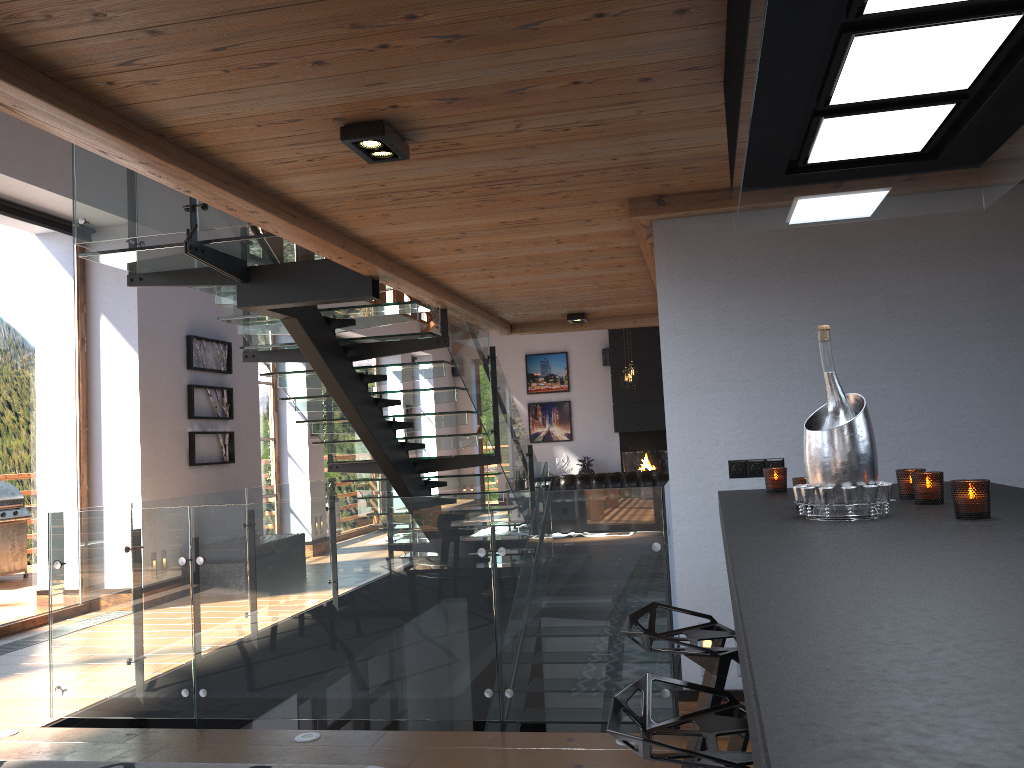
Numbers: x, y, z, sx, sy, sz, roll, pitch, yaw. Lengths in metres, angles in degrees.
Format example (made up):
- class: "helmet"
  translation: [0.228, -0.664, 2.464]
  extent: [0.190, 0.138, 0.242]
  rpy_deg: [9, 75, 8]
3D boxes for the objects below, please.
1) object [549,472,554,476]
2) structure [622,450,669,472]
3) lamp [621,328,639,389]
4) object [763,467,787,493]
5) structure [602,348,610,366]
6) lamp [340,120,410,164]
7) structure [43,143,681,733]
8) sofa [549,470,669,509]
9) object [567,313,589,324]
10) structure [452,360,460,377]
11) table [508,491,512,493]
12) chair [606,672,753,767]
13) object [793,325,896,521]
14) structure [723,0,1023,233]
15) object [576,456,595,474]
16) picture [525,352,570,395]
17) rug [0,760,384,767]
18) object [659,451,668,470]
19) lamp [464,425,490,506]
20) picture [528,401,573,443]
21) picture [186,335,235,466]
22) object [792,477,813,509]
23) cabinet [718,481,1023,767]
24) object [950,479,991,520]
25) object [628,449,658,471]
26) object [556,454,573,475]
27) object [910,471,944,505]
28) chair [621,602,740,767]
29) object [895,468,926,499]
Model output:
- class: "object"
  translation: [0.693, 1.838, 17.628]
  extent: [0.279, 0.161, 0.260]
  rpy_deg: [-4, -4, 14]
- class: "structure"
  translation: [2.627, 1.554, 17.125]
  extent: [0.978, 0.515, 0.184]
  rpy_deg: [-4, -4, 11]
- class: "lamp"
  translation: [1.910, -1.032, 14.894]
  extent: [0.261, 2.204, 0.803]
  rpy_deg: [-3, -4, 3]
- class: "object"
  translation: [0.897, 0.326, 3.013]
  extent: [0.080, 0.081, 0.078]
  rpy_deg: [1, -6, -43]
- class: "structure"
  translation: [1.904, -0.536, 17.726]
  extent: [0.212, 0.350, 0.214]
  rpy_deg: [-4, -4, 12]
- class: "lamp"
  translation: [-0.460, -0.822, 2.994]
  extent: [0.154, 0.068, 0.262]
  rpy_deg: [-4, -4, 12]
- class: "structure"
  translation: [-3.141, 1.536, 6.506]
  extent: [9.167, 6.404, 11.069]
  rpy_deg: [-4, -4, 12]
- class: "sofa"
  translation: [1.546, 1.652, 12.585]
  extent: [2.554, 0.839, 1.244]
  rpy_deg: [-4, -4, 11]
- class: "object"
  translation: [0.567, -0.572, 7.638]
  extent: [0.154, 0.068, 0.262]
  rpy_deg: [-4, -4, 12]
- class: "structure"
  translation: [-1.121, -0.335, 18.310]
  extent: [0.212, 0.350, 0.214]
  rpy_deg: [-4, -4, 12]
- class: "table"
  translation: [0.172, 1.893, 13.370]
  extent: [0.403, 0.610, 0.419]
  rpy_deg: [-4, -4, 12]
- class: "chair"
  translation: [0.429, 0.981, 1.549]
  extent: [0.467, 0.840, 0.540]
  rpy_deg: [-4, -4, 9]
- class: "object"
  translation: [0.771, 0.087, 2.101]
  extent: [0.225, 0.453, 0.226]
  rpy_deg: [-4, -4, 12]
- class: "structure"
  translation: [0.662, -0.805, 1.072]
  extent: [0.707, 0.476, 3.263]
  rpy_deg: [-4, -4, 12]
- class: "object"
  translation: [1.459, 1.633, 17.466]
  extent: [0.337, 0.455, 0.337]
  rpy_deg: [-6, -5, 37]
- class: "picture"
  translation: [0.717, -0.219, 18.020]
  extent: [0.875, 0.817, 0.036]
  rpy_deg: [-4, -5, 11]
- class: "rug"
  translation: [-2.332, 1.529, 1.208]
  extent: [2.539, 0.047, 5.654]
  rpy_deg: [-4, -4, 12]
- class: "object"
  translation: [2.932, 1.761, 16.668]
  extent: [0.311, 1.018, 0.304]
  rpy_deg: [0, -5, -33]
- class: "lamp"
  translation: [-0.426, 1.517, 16.953]
  extent: [0.521, 1.900, 1.336]
  rpy_deg: [-6, -5, 33]
- class: "picture"
  translation: [0.769, 0.772, 17.942]
  extent: [0.875, 0.817, 0.036]
  rpy_deg: [-4, -5, 11]
- class: "picture"
  translation: [-3.133, 0.183, 9.240]
  extent: [0.059, 1.313, 0.777]
  rpy_deg: [-4, -4, 12]
- class: "object"
  translation: [0.786, 0.289, 2.349]
  extent: [0.080, 0.081, 0.078]
  rpy_deg: [-1, -4, -23]
- class: "cabinet"
  translation: [0.695, 0.785, 0.766]
  extent: [0.884, 1.105, 4.820]
  rpy_deg: [-4, -4, 12]
- class: "object"
  translation: [0.995, 0.249, 1.921]
  extent: [0.080, 0.081, 0.078]
  rpy_deg: [-1, -4, -23]
- class: "object"
  translation: [2.113, 1.375, 14.062]
  extent: [0.403, 0.809, 0.625]
  rpy_deg: [-5, -5, 23]
- class: "object"
  translation: [1.019, 1.631, 17.487]
  extent: [0.261, 0.533, 0.423]
  rpy_deg: [-1, -4, -19]
- class: "object"
  translation: [1.078, 0.270, 2.296]
  extent: [0.080, 0.081, 0.078]
  rpy_deg: [-1, -4, -23]
- class: "chair"
  translation: [0.551, 1.024, 2.297]
  extent: [0.467, 0.840, 0.541]
  rpy_deg: [-4, -4, 12]
- class: "object"
  translation: [1.119, 0.280, 2.482]
  extent: [0.080, 0.081, 0.078]
  rpy_deg: [-1, -4, -23]
